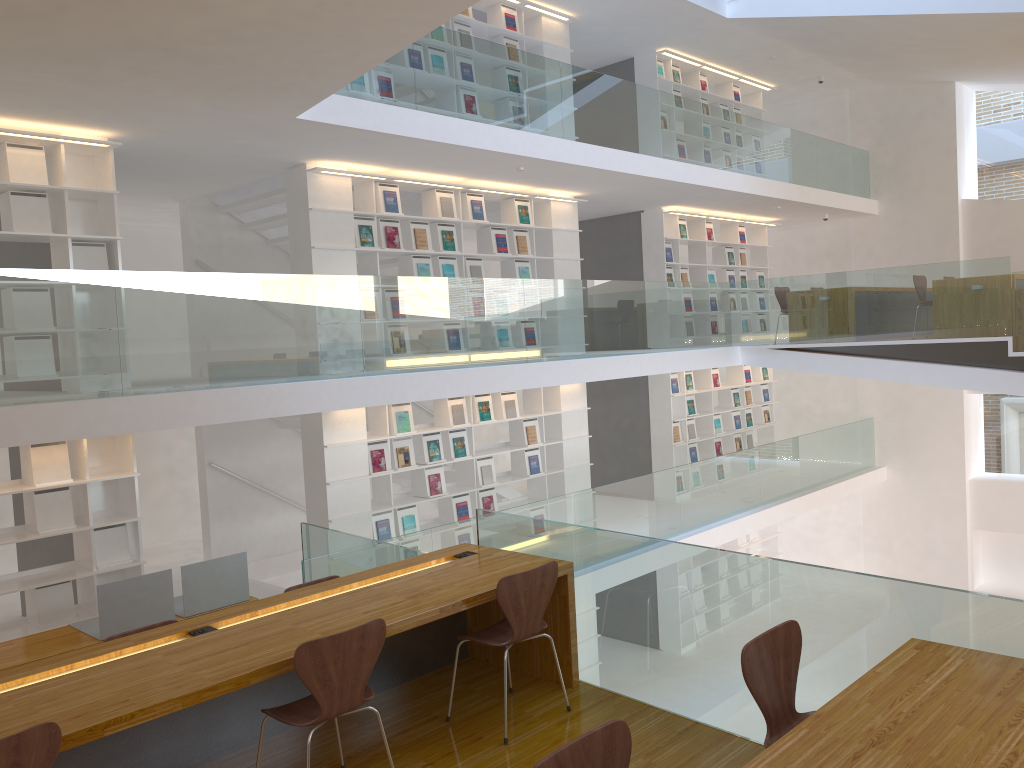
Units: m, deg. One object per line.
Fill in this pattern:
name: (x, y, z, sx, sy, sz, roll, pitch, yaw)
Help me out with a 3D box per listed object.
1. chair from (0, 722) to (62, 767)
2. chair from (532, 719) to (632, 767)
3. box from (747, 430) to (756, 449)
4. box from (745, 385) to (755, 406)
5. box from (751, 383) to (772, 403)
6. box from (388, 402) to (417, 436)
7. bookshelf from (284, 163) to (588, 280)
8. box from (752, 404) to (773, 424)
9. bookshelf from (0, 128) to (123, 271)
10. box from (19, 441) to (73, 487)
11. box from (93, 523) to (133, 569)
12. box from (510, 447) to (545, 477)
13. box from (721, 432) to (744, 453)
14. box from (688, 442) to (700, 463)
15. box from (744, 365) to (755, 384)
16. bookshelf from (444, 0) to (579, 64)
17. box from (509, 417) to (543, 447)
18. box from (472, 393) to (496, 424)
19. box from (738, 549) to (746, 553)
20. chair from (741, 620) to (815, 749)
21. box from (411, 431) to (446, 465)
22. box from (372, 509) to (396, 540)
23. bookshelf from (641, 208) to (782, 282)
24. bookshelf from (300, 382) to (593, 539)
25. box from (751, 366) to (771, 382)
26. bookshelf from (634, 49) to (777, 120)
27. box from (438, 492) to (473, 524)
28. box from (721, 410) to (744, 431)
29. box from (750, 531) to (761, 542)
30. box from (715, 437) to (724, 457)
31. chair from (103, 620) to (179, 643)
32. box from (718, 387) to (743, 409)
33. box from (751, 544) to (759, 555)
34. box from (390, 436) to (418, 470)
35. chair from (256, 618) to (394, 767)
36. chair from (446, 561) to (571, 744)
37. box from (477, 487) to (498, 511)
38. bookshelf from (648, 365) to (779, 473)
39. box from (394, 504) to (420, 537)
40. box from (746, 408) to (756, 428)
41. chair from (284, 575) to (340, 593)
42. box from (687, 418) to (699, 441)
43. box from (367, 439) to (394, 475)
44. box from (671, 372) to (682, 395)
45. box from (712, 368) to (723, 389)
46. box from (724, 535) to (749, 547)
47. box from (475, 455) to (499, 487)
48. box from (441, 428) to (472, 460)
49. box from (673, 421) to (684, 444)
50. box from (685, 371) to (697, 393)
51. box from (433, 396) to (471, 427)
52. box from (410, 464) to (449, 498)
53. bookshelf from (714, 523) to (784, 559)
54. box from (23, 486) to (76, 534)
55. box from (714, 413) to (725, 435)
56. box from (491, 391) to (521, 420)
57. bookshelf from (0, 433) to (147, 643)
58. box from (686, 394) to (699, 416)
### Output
chair: (-1.501, 1.291, 2.474, 0.381, 0.693, 0.428, 0, 4, 44)
chair: (0.303, 1.217, 2.063, 0.381, 0.693, 0.428, 0, 4, 44)
box: (3.510, 0.829, 13.370, 0.274, 0.296, 0.245, 0, 4, 44)
box: (3.469, 0.174, 13.330, 0.274, 0.296, 0.245, 0, 4, 44)
box: (3.831, 0.135, 13.709, 0.274, 0.296, 0.245, 0, 4, 44)
box: (-1.100, 0.327, 8.470, 0.274, 0.296, 0.245, 0, 4, 44)
bookshelf: (-0.531, -1.125, 9.066, 0.498, 1.836, 3.666, 0, 4, 44)
box: (3.858, 0.462, 13.735, 0.274, 0.296, 0.245, 0, 4, 44)
bookshelf: (-3.955, -0.768, 5.486, 0.498, 1.836, 2.984, 0, 4, 44)
box: (-3.294, 0.552, 6.270, 0.274, 0.296, 0.245, 0, 4, 44)
box: (-3.002, 1.180, 6.572, 0.274, 0.296, 0.245, 0, 4, 44)
box: (0.170, 0.853, 9.794, 0.274, 0.296, 0.245, 0, 4, 44)
box: (3.263, 0.854, 13.112, 0.274, 0.296, 0.245, 0, 4, 44)
box: (2.427, 0.942, 12.240, 0.274, 0.296, 0.245, 0, 4, 44)
box: (3.452, -0.153, 13.314, 0.274, 0.296, 0.245, 0, 4, 44)
bookshelf: (-0.637, -3.167, 8.964, 0.498, 1.836, 3.666, 0, 4, 44)
box: (0.152, 0.526, 9.776, 0.274, 0.296, 0.245, 0, 4, 44)
box: (-0.353, 0.249, 9.251, 0.274, 0.296, 0.245, 0, 4, 44)
box: (3.342, 2.559, 13.188, 0.274, 0.296, 0.245, 0, 4, 44)
chair: (0.973, 1.147, 2.763, 0.381, 0.693, 0.428, 0, 4, 44)
box: (-0.837, 0.622, 8.744, 0.274, 0.296, 0.245, 0, 4, 44)
box: (-1.256, 1.332, 8.303, 0.274, 0.296, 0.245, 0, 4, 44)
bookshelf: (2.964, -1.491, 12.711, 0.498, 1.836, 2.984, 0, 4, 44)
bookshelf: (-0.461, 0.930, 9.205, 0.397, 1.836, 3.666, 0, 4, 44)
box: (3.814, -0.192, 13.693, 0.274, 0.296, 0.245, 0, 4, 44)
bookshelf: (2.858, -3.532, 12.609, 0.498, 1.836, 2.984, 0, 4, 44)
box: (-0.567, 1.260, 9.023, 0.274, 0.296, 0.245, 0, 4, 44)
box: (3.236, 0.528, 13.086, 0.274, 0.296, 0.245, 0, 4, 44)
box: (3.575, 2.205, 13.432, 0.274, 0.296, 0.245, 0, 4, 44)
box: (2.873, 0.895, 12.705, 0.274, 0.296, 0.245, 0, 4, 44)
chair: (-1.655, 1.528, 4.199, 0.381, 0.693, 0.428, 0, 4, 44)
box: (3.219, 0.200, 13.070, 0.274, 0.296, 0.245, 0, 4, 44)
box: (3.585, 2.534, 13.442, 0.274, 0.296, 0.245, 0, 4, 44)
box: (-1.092, 0.655, 8.495, 0.274, 0.296, 0.245, 0, 4, 44)
chair: (-0.702, 1.210, 3.253, 0.381, 0.693, 0.428, 0, 4, 44)
chair: (-0.032, 1.140, 3.953, 0.381, 0.693, 0.428, 0, 4, 44)
box: (-0.308, 1.233, 9.293, 0.274, 0.296, 0.245, 0, 4, 44)
bookshelf: (3.071, 0.565, 12.814, 0.498, 1.836, 2.984, 0, 4, 44)
box: (-1.052, 1.311, 8.516, 0.274, 0.296, 0.245, 0, 4, 44)
box: (3.479, 0.502, 13.340, 0.274, 0.296, 0.245, 0, 4, 44)
chair: (-0.985, 1.458, 4.898, 0.381, 0.693, 0.428, 0, 4, 44)
box: (2.383, 0.617, 12.196, 0.274, 0.296, 0.245, 0, 4, 44)
box: (-1.293, 0.676, 8.268, 0.274, 0.296, 0.245, 0, 4, 44)
box: (2.091, -0.009, 11.893, 0.274, 0.296, 0.245, 0, 4, 44)
box: (2.818, -0.088, 12.648, 0.274, 0.296, 0.245, 0, 4, 44)
box: (3.325, 2.232, 13.172, 0.274, 0.296, 0.245, 0, 4, 44)
box: (-0.329, 0.906, 9.272, 0.274, 0.296, 0.245, 0, 4, 44)
box: (-0.598, 0.604, 8.993, 0.274, 0.296, 0.245, 0, 4, 44)
box: (2.124, 0.644, 11.925, 0.274, 0.296, 0.245, 0, 4, 44)
box: (2.348, -0.038, 12.162, 0.274, 0.296, 0.245, 0, 4, 44)
box: (-0.610, 0.276, 8.982, 0.274, 0.296, 0.245, 0, 4, 44)
box: (-0.816, 0.949, 8.765, 0.274, 0.296, 0.245, 0, 4, 44)
bookshelf: (3.177, 2.596, 12.916, 0.498, 1.836, 2.984, 0, 4, 44)
box: (-3.278, 0.879, 6.285, 0.274, 0.296, 0.245, 0, 4, 44)
box: (2.865, 0.566, 12.699, 0.274, 0.296, 0.245, 0, 4, 44)
box: (-2.364, 2.209, 7.134, 0.498, 3.764, 7.125, 0, 4, 44)
bookshelf: (-3.848, 1.288, 5.589, 0.498, 1.836, 2.984, 0, 4, 44)
box: (2.382, 0.283, 12.195, 0.274, 0.296, 0.245, 0, 4, 44)
